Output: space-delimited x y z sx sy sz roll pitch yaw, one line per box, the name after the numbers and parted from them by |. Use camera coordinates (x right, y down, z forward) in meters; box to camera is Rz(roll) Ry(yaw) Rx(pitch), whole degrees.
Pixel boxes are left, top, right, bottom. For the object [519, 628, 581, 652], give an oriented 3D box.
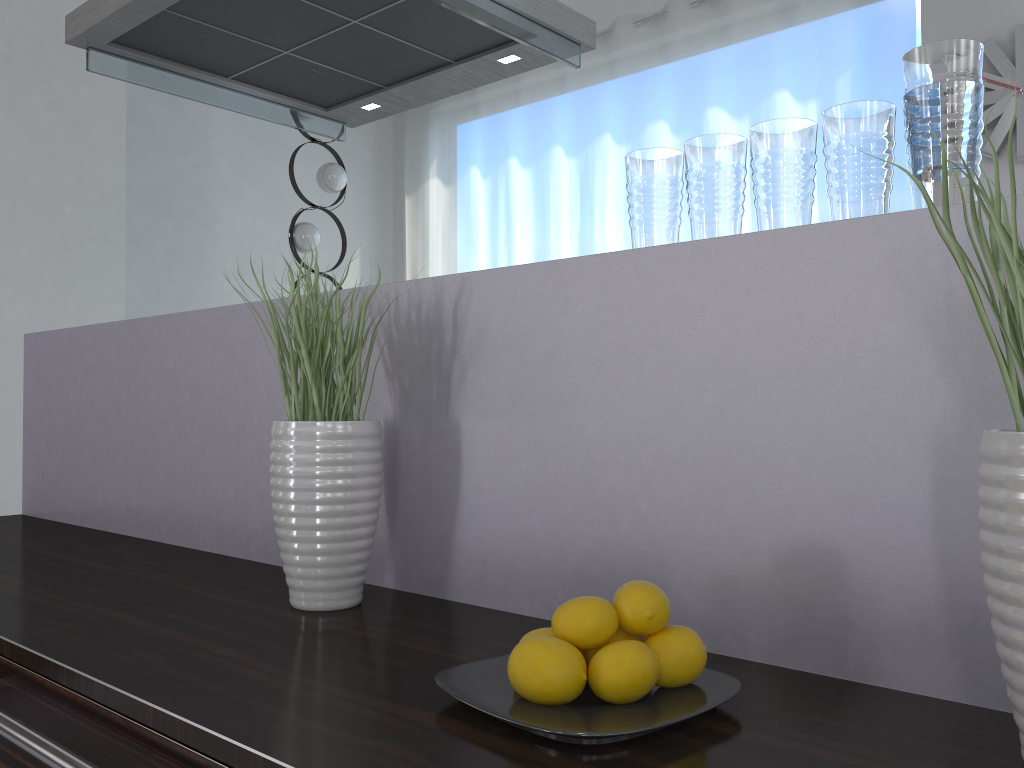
0.033 0.252 0.820 0.063 0.051 0.053 -2 -2 45 | object

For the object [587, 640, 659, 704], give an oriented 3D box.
0.095 0.247 0.761 0.061 0.054 0.052 -1 -1 18 | object

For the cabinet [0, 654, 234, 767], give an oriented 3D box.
0.139 0.723 1.229 3.285 0.852 1.377 -1 -2 41 | cabinet

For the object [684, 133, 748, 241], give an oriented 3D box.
0.233 -0.216 1.013 0.071 0.119 0.072 0 -1 -9 | object

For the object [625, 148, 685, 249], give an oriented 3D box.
0.172 -0.215 1.066 0.072 0.119 0.071 0 -1 1 | object

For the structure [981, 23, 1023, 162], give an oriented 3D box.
1.894 -1.079 3.276 0.505 0.505 0.076 -1 -2 41 | structure

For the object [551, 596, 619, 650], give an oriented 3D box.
0.065 0.213 0.794 0.061 0.047 0.053 -1 -2 44 | object

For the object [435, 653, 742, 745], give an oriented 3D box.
0.067 0.274 0.798 0.232 0.020 0.232 1 -2 -40 | object

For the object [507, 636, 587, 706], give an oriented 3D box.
0.031 0.246 0.761 0.070 0.058 0.060 -1 -2 40 | object

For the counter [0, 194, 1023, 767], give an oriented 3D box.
0.147 0.499 1.241 3.291 1.300 1.302 -1 -2 41 | counter

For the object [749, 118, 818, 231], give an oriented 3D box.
0.294 -0.218 0.960 0.071 0.119 0.072 0 -1 -9 | object

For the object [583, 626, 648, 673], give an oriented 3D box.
0.098 0.249 0.820 0.057 0.060 0.071 -1 -2 43 | object

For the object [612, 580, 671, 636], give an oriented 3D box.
0.117 0.203 0.804 0.053 0.048 0.063 0 -1 7 | object

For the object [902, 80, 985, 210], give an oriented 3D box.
0.416 -0.221 0.854 0.071 0.119 0.072 0 -1 -9 | object

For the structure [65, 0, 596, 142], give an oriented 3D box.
-0.453 -1.411 2.262 0.981 1.231 0.915 -1 -2 41 | structure

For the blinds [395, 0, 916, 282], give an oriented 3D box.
0.439 -0.332 4.679 3.245 3.112 0.120 -1 -2 41 | blinds

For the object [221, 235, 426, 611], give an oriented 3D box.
-0.271 0.043 1.182 0.269 0.502 0.247 -1 -2 41 | object

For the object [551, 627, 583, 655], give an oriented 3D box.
0.064 0.249 0.867 0.052 0.054 0.061 0 -1 -2 | object

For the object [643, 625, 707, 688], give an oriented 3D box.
0.144 0.243 0.793 0.063 0.053 0.051 0 -1 -9 | object

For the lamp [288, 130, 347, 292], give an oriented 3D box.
-1.006 -1.082 4.612 0.180 2.370 0.367 -1 -2 35 | lamp

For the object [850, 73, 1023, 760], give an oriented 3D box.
0.416 0.028 0.616 0.269 0.502 0.247 0 -1 -6 | object

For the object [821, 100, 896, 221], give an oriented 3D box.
0.355 -0.219 0.907 0.071 0.119 0.072 0 -1 -9 | object

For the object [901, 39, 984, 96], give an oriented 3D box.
0.415 -0.260 0.855 0.071 0.119 0.072 0 -1 -9 | object
